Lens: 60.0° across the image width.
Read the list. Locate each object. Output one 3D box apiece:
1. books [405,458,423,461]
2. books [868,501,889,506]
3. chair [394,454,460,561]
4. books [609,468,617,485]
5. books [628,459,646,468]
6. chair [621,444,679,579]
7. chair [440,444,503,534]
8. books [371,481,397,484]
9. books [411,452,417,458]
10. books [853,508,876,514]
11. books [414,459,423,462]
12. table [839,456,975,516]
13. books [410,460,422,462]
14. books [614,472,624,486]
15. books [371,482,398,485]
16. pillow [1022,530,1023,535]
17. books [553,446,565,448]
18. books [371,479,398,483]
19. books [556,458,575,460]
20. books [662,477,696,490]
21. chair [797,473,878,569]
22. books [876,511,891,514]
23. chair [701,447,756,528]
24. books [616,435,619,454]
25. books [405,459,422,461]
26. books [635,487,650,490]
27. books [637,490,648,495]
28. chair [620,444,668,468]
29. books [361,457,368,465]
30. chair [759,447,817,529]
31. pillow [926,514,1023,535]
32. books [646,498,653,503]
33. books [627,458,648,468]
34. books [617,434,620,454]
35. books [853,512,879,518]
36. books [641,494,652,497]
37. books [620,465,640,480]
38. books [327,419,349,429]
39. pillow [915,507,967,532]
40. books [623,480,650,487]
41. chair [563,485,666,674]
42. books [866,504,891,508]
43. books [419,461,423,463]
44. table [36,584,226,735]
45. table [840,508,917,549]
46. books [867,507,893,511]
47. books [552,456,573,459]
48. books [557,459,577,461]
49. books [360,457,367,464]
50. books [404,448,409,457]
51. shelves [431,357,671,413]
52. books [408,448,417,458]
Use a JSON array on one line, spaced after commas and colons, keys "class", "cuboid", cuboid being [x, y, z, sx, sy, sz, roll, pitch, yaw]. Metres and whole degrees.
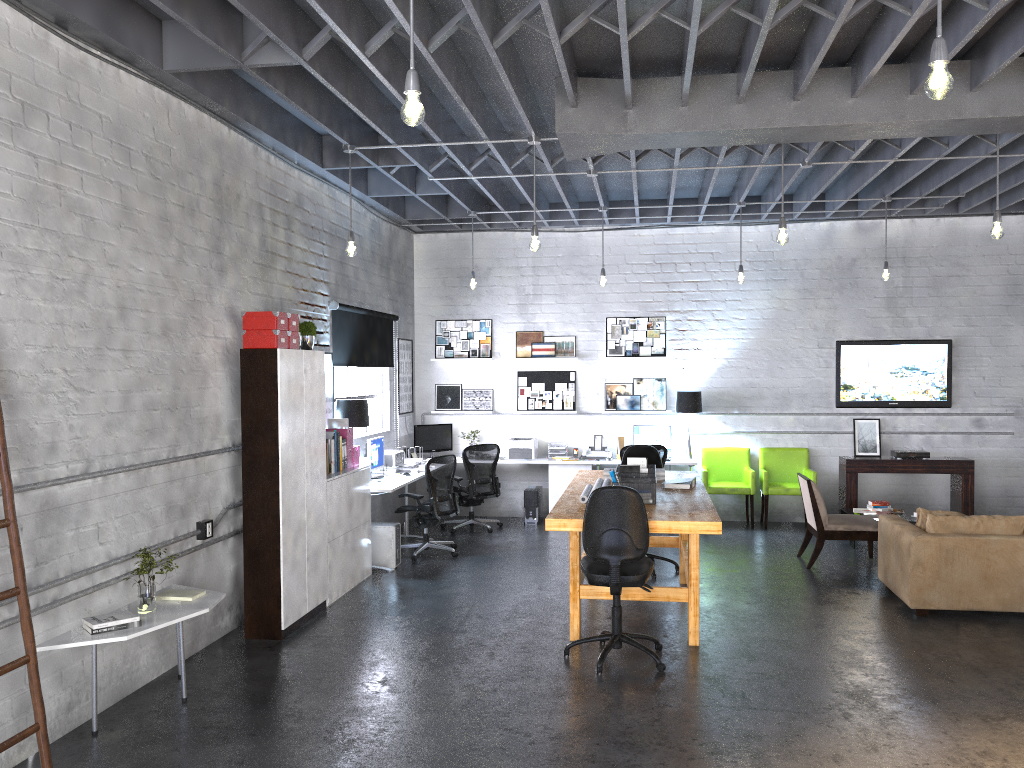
[{"class": "books", "cuboid": [-1.225, 0.891, 10.483, 0.297, 0.006, 0.210, 0, 1, 9]}, {"class": "books", "cuboid": [4.021, 1.308, 9.722, 0.185, 0.041, 0.128, 0, 1, 3]}, {"class": "chair", "cuboid": [-0.896, 1.236, 9.112, 0.753, 1.032, 0.731, 0, 2, 12]}, {"class": "books", "cuboid": [0.762, 0.735, 6.444, 0.108, 0.234, 0.166, 0, 2, 9]}, {"class": "books", "cuboid": [1.050, 0.736, 7.448, 0.158, 0.200, 0.082, 0, 2, 9]}, {"class": "chair", "cuboid": [1.235, 1.167, 8.279, 0.659, 1.165, 0.686, 0, 2, 7]}, {"class": "chair", "cuboid": [-0.501, 1.212, 10.525, 0.752, 1.032, 0.731, 1, 2, 32]}, {"class": "books", "cuboid": [-1.254, 0.957, 8.682, 0.209, 0.012, 0.158, 0, 1, 32]}, {"class": "books", "cuboid": [-1.188, 0.877, 10.801, 0.037, 0.076, 0.102, 0, 1, 24]}, {"class": "books", "cuboid": [3.770, 1.355, 9.483, 0.223, 0.027, 0.161, 0, 1, 18]}, {"class": "books", "cuboid": [-1.224, 0.901, 10.478, 0.297, 0.006, 0.210, 0, 1, 11]}, {"class": "table", "cuboid": [4.641, 1.283, 10.484, 1.410, 0.820, 0.403, 0, 2, 9]}, {"class": "books", "cuboid": [-1.225, 0.906, 10.479, 0.297, 0.006, 0.210, 0, 1, 9]}, {"class": "books", "cuboid": [0.793, 0.747, 6.425, 0.097, 0.209, 0.157, 0, 2, 9]}, {"class": "books", "cuboid": [-1.252, 0.969, 8.680, 0.213, 0.012, 0.158, 0, 1, 34]}, {"class": "pillow", "cuboid": [4.209, 1.184, 6.742, 0.666, 0.402, 0.291, 0, 2, 9]}, {"class": "books", "cuboid": [0.578, 0.787, 11.123, 0.134, 0.008, 0.203, -1, 1, -8]}, {"class": "books", "cuboid": [-1.250, 0.946, 8.685, 0.212, 0.010, 0.170, 0, 1, 35]}, {"class": "books", "cuboid": [0.642, 0.909, 10.785, 0.211, 0.014, 0.148, -1, 1, -17]}, {"class": "books", "cuboid": [1.361, 0.805, 7.230, 0.244, 0.067, 0.298, 0, 1, 18]}, {"class": "chair", "cuboid": [3.168, 1.311, 8.551, 0.725, 0.842, 0.574, 0, 2, 9]}, {"class": "books", "cuboid": [4.008, 1.393, 9.736, 0.223, 0.032, 0.161, -1, 1, -11]}, {"class": "chair", "cuboid": [2.608, 1.243, 10.737, 0.611, 0.921, 0.516, 0, 2, 9]}, {"class": "books", "cuboid": [1.315, 0.773, 10.976, 0.036, 0.296, 0.210, 0, 2, 9]}, {"class": "books", "cuboid": [-1.225, 0.896, 10.478, 0.297, 0.006, 0.210, 0, 1, 8]}, {"class": "books", "cuboid": [0.939, 0.782, 6.745, 0.250, 0.022, 0.205, 0, 1, 14]}, {"class": "books", "cuboid": [0.939, 0.790, 6.425, 0.127, 0.022, 0.181, 0, 1, 4]}, {"class": "chair", "cuboid": [1.467, 1.201, 10.376, 0.732, 1.032, 0.752, -1, 2, -22]}, {"class": "books", "cuboid": [-1.518, 0.850, 8.800, 0.173, 0.243, 0.026, 0, 2, 9]}, {"class": "chair", "cuboid": [3.294, 1.240, 10.631, 0.611, 0.921, 0.516, 0, 2, 9]}, {"class": "pillow", "cuboid": [3.542, 1.187, 6.845, 0.704, 0.402, 0.291, 0, 2, 9]}, {"class": "books", "cuboid": [0.940, 0.836, 6.431, 0.155, 0.029, 0.225, 0, 1, 9]}, {"class": "books", "cuboid": [1.057, 0.728, 7.478, 0.171, 0.210, 0.046, 0, 2, 9]}, {"class": "books", "cuboid": [1.324, 0.773, 10.979, 0.043, 0.296, 0.210, 0, 2, 9]}, {"class": "books", "cuboid": [3.775, 1.392, 9.461, 0.174, 0.045, 0.240, 0, 1, -2]}, {"class": "books", "cuboid": [0.944, 0.812, 6.430, 0.141, 0.021, 0.203, 0, 1, 10]}, {"class": "books", "cuboid": [0.920, 0.737, 6.923, 0.158, 0.214, 0.063, 0, 2, 9]}, {"class": "books", "cuboid": [-1.555, 0.441, 7.947, 0.192, 0.267, 0.060, 0, 2, 9]}, {"class": "pillow", "cuboid": [3.437, 1.183, 7.076, 0.523, 0.403, 0.319, 0, 2, 28]}, {"class": "books", "cuboid": [0.929, 0.757, 6.742, 0.232, 0.027, 0.184, -1, 1, -19]}, {"class": "chair", "cuboid": [0.656, 1.208, 5.774, 0.659, 1.165, 0.686, 0, 2, 7]}, {"class": "books", "cuboid": [4.023, 1.340, 9.731, 0.208, 0.024, 0.144, 0, 1, -6]}, {"class": "books", "cuboid": [-1.224, 0.922, 10.484, 0.297, 0.006, 0.210, 0, 1, 9]}, {"class": "table", "cuboid": [-2.014, 1.555, 4.984, 0.517, 0.532, 1.335, 0, 1, 9]}, {"class": "table", "cuboid": [4.070, 1.561, 9.574, 0.873, 0.300, 0.872, 0, 1, 12]}, {"class": "books", "cuboid": [4.033, 1.365, 9.726, 0.161, 0.026, 0.223, -1, 1, -22]}, {"class": "books", "cuboid": [0.616, 0.895, 10.786, 0.211, 0.014, 0.148, 0, 1, 24]}, {"class": "books", "cuboid": [0.661, 0.923, 10.795, 0.211, 0.014, 0.148, -1, 1, -27]}, {"class": "books", "cuboid": [-1.519, 0.851, 8.796, 0.172, 0.243, 0.026, 0, 2, 9]}, {"class": "books", "cuboid": [-1.271, 0.837, 10.842, 0.052, 0.109, 0.133, 0, 1, 24]}, {"class": "shelves", "cuboid": [0.472, 0.018, 11.189, 3.024, 0.694, 0.199, 0, 2, 9]}, {"class": "books", "cuboid": [-1.212, 0.846, 10.800, 0.017, 0.121, 0.183, 0, 1, 24]}]
